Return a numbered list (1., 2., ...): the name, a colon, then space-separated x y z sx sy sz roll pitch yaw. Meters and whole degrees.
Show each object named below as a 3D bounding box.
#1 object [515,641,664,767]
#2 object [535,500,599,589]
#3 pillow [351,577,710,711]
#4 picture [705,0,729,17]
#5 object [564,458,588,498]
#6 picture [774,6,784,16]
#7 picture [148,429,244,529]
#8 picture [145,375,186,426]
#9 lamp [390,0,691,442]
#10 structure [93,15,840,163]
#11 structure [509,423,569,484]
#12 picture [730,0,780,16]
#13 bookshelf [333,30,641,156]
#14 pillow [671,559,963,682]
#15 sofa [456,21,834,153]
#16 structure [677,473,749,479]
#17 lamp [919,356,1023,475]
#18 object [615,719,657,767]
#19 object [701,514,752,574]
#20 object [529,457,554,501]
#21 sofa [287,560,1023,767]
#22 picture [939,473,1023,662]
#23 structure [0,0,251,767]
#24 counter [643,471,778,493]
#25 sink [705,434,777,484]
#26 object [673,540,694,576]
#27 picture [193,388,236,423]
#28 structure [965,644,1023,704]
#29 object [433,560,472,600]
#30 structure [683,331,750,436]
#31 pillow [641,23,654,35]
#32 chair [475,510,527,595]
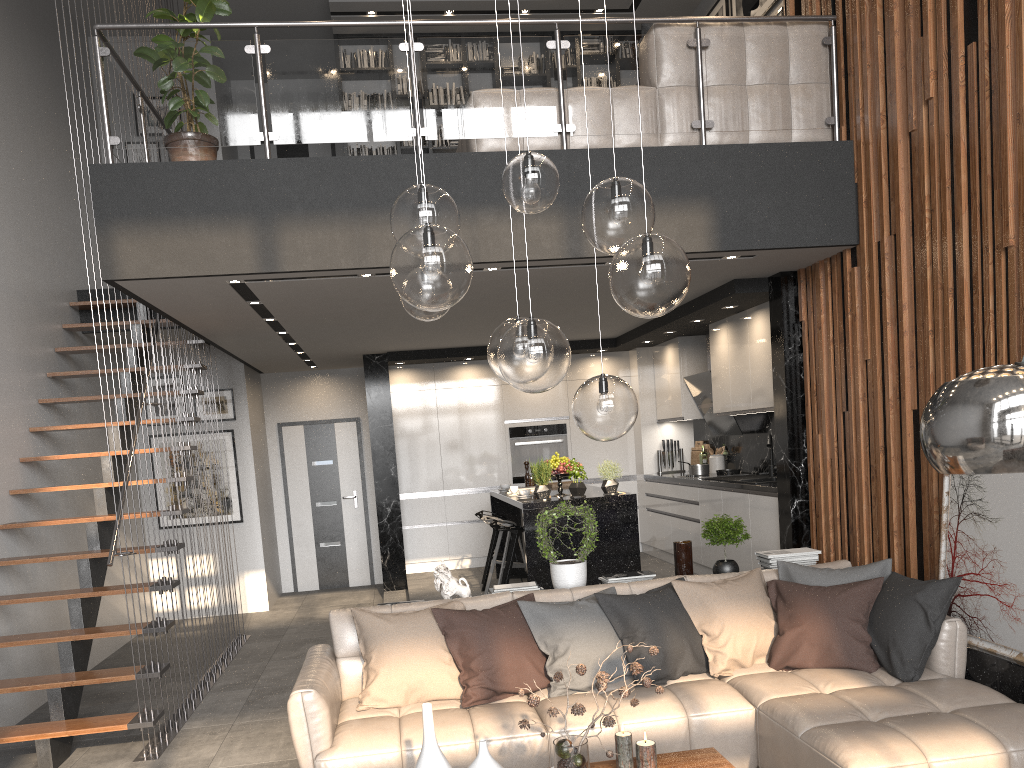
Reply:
1. object: 0.314 1.157 2.964 0.538 0.610 0.317 -5 3 -37
2. object: 0.321 0.961 5.105 0.382 0.583 0.215 -6 5 -27
3. pillow: 0.170 1.325 4.460 1.937 0.505 0.540 -4 1 -8
4. picture: 1.914 -3.033 8.372 0.025 1.003 0.867 -5 2 -8
5. object: 0.508 0.737 6.888 0.179 0.316 0.170 -4 3 3
6. picture: 2.129 -2.741 7.095 0.022 0.446 0.356 -5 2 -8
7. picture: -3.334 1.007 9.244 0.870 1.006 0.024 -4 5 -7
8. picture: -3.628 0.175 9.135 0.409 0.512 0.024 -4 5 -7
9. lamp: -0.097 -2.302 2.605 1.228 5.055 1.217 -5 5 -11
10. structure: -0.358 -1.547 6.577 4.213 0.747 3.368 -4 -3 -8
11. structure: 0.272 0.805 10.143 0.654 0.639 0.648 -4 1 -8
12. picture: 2.036 -3.349 7.345 0.025 0.660 0.988 -5 -1 -8
13. bookshelf: 0.051 -2.302 9.107 3.514 2.547 0.245 -4 5 -7
14. pillow: 1.555 1.233 4.539 1.388 0.553 0.754 -5 -1 23
15. sofa: 0.705 -1.666 6.215 2.272 0.789 2.281 -4 -3 -8
16. structure: 1.943 0.892 8.507 0.509 0.061 0.599 -4 -4 -8
17. lamp: 1.519 0.434 1.172 0.317 2.359 2.033 -8 3 -32
18. object: 0.466 1.363 3.303 0.153 0.213 0.076 -4 4 3
19. object: 1.275 0.980 5.245 0.310 0.413 0.269 -2 3 42
20. object: 0.245 0.727 6.872 0.197 0.373 0.184 -2 5 37
21. sofa: 0.622 1.447 4.052 3.238 0.827 1.871 -4 -2 -8
22. picture: 2.299 0.782 4.214 0.101 1.009 0.724 -5 2 -8
23. structure: -3.039 -0.686 6.331 1.176 6.117 3.568 -5 3 -8
24. counter: 2.003 0.880 8.084 0.609 0.040 3.449 -4 -4 -8
25. sink: 2.089 0.710 7.507 0.497 0.551 1.109 -4 -2 -8
26. object: 1.023 1.068 5.212 0.109 0.271 0.108 -4 4 -2
27. picture: -3.128 0.228 9.208 0.409 0.338 0.024 -4 5 -7
28. structure: 2.764 1.404 3.051 0.666 0.461 6.516 -4 -4 -8
29. object: -0.339 1.150 5.023 0.207 0.293 0.134 -4 4 11
30. structure: 1.977 -0.012 8.434 0.413 1.042 0.732 -5 2 -8
31. pillow: 1.230 -1.956 5.935 0.763 0.552 1.373 -4 -2 22
32. chair: -0.049 1.545 7.861 0.433 0.742 1.723 -5 -2 -8
